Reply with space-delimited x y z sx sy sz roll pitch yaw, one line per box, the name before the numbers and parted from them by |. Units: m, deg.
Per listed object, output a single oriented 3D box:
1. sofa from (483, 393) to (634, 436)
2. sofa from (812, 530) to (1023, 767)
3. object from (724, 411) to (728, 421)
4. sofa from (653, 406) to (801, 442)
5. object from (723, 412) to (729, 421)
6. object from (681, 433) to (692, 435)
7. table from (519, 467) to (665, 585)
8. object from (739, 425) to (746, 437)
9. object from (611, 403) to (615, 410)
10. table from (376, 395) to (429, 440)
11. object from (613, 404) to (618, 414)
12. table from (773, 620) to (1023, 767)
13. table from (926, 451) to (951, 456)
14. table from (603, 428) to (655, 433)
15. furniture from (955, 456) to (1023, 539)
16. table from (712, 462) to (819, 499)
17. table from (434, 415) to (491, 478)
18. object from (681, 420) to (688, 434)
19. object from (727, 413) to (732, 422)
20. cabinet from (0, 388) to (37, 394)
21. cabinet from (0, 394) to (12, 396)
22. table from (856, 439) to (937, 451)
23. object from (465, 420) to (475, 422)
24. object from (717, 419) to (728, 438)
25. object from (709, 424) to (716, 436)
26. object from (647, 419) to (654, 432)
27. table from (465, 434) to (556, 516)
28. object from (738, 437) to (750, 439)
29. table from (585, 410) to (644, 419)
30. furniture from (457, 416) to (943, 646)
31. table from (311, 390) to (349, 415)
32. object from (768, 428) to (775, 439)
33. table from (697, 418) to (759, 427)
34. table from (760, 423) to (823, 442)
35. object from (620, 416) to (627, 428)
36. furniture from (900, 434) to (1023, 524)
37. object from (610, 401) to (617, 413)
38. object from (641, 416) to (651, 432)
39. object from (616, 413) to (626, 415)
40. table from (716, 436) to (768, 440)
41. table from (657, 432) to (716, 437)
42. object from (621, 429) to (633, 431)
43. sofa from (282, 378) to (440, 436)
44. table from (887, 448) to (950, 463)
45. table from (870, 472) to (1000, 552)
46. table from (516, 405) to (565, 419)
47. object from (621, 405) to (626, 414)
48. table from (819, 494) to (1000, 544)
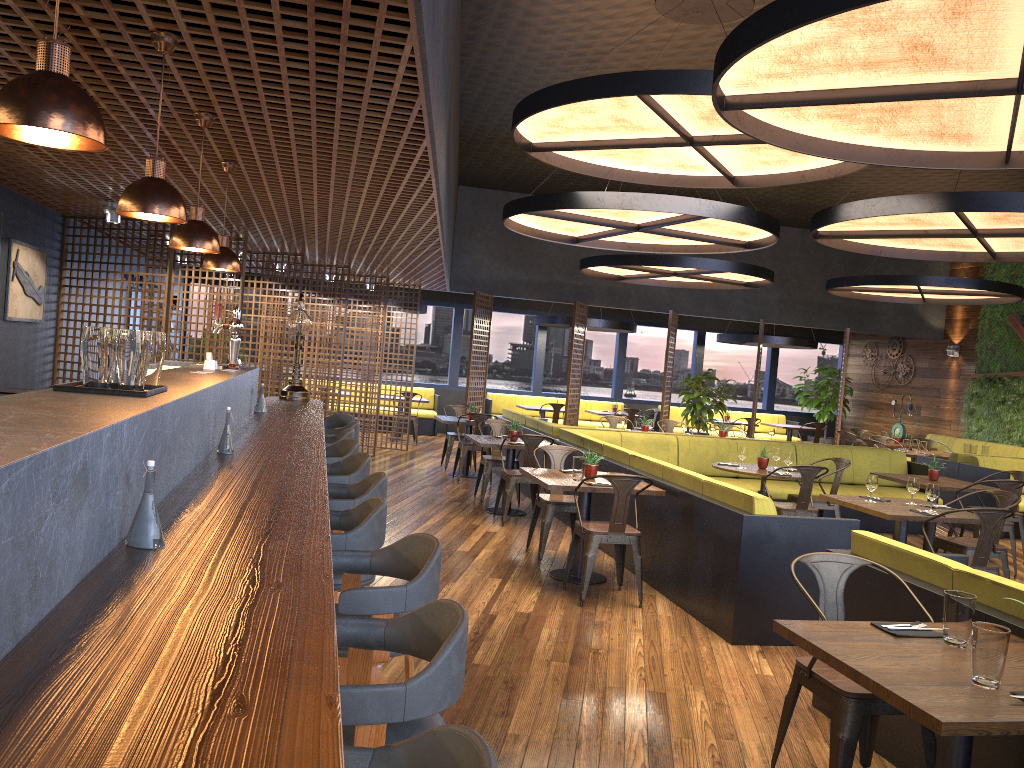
sofa | 0.963 0.758 18.347 3.061 0.914 0.966 4 2 -12
sofa | 2.353 1.277 3.096 0.966 0.914 3.061 4 2 -12
object | 4.300 0.610 17.726 0.238 0.271 0.260 5 2 9
sofa | 4.652 1.046 19.162 3.061 0.914 0.966 4 2 -12
object | 4.317 0.653 17.911 0.102 0.178 0.102 4 2 -27
object | 2.543 0.724 12.752 0.157 0.019 0.255 4 2 -12
table | 0.558 1.104 6.816 0.887 0.763 0.906 4 2 -13
object | 3.331 0.694 12.806 0.097 0.206 0.097 6 2 33
object | 1.999 0.472 17.400 0.102 0.178 0.102 4 2 -27
table | -2.048 0.634 16.341 0.887 0.763 0.906 4 2 -13
object | 1.980 0.480 17.042 0.102 0.178 0.102 4 2 -27
table | 1.446 1.283 2.874 0.906 0.763 0.887 4 2 -13
table | 6.827 1.460 13.263 0.887 0.763 0.906 4 2 -13
table | 1.682 1.054 12.281 0.906 0.763 0.887 4 2 -13
furniture | 7.744 1.564 9.371 3.372 0.914 4.503 4 2 -12
table | 2.438 1.213 8.674 1.007 0.760 1.007 5 2 25
table | -0.593 0.869 12.087 0.887 0.763 0.906 4 2 -13
object | 2.446 0.625 12.611 0.097 0.206 0.097 6 2 33
object | 4.298 0.661 17.552 0.102 0.178 0.102 4 2 -27
cabinet | -4.170 0.565 7.572 0.473 1.007 0.553 4 2 -12
cabinet | -4.023 0.596 6.894 0.473 1.007 0.553 4 2 -12
table | 6.417 1.382 14.900 0.887 0.763 0.906 4 2 -13
object | -0.529 0.489 11.761 0.255 0.019 0.157 4 2 -13
object | 2.994 0.636 12.604 0.238 0.271 0.260 5 2 9
object | 2.783 0.660 12.339 0.097 0.206 0.097 6 2 33
object | 1.898 0.591 12.143 0.097 0.206 0.097 6 2 33
table | -0.016 0.987 9.452 0.887 0.763 0.906 4 2 -13
object | 3.428 0.793 12.948 0.157 0.019 0.255 4 2 -12
table | 1.944 0.946 17.227 0.906 0.763 0.887 4 2 -13
furniture | 2.623 1.128 9.613 4.895 0.914 7.462 4 2 -17
table | -3.412 0.528 16.040 0.887 0.763 0.906 4 2 -13
object | 3.668 0.729 12.534 0.097 0.206 0.097 6 2 33
table | 4.281 1.128 17.743 0.906 0.763 0.887 4 2 -13
table | 5.643 1.235 18.040 0.887 0.763 0.906 4 2 -13
object | 1.561 0.556 12.415 0.097 0.206 0.097 6 2 33
furniture | 6.762 1.361 13.897 3.378 0.916 4.755 4 2 -12
object | 2.005 0.431 17.224 0.238 0.271 0.260 5 2 9
object | 1.850 0.546 12.351 0.238 0.271 0.260 5 2 9
object | 2.057 0.570 16.900 0.255 0.019 0.157 4 2 -13
table | 3.444 1.192 12.675 0.906 0.763 0.887 4 2 -13
table | 2.565 1.123 12.476 0.906 0.763 0.887 4 2 -13
object | 1.658 0.655 12.557 0.157 0.019 0.255 4 2 -12
sofa | -3.004 0.449 17.471 3.061 0.914 0.966 4 2 -12
table | 5.919 1.389 13.062 0.887 0.763 0.906 4 2 -13
table | 4.250 1.357 8.962 0.887 0.763 0.906 4 2 -13
table | 0.580 0.839 16.922 0.887 0.763 0.906 4 2 -13
object | 2.158 0.491 17.180 0.102 0.178 0.102 4 2 -27
table | 2.951 1.307 6.735 0.906 0.763 0.887 4 2 -13
